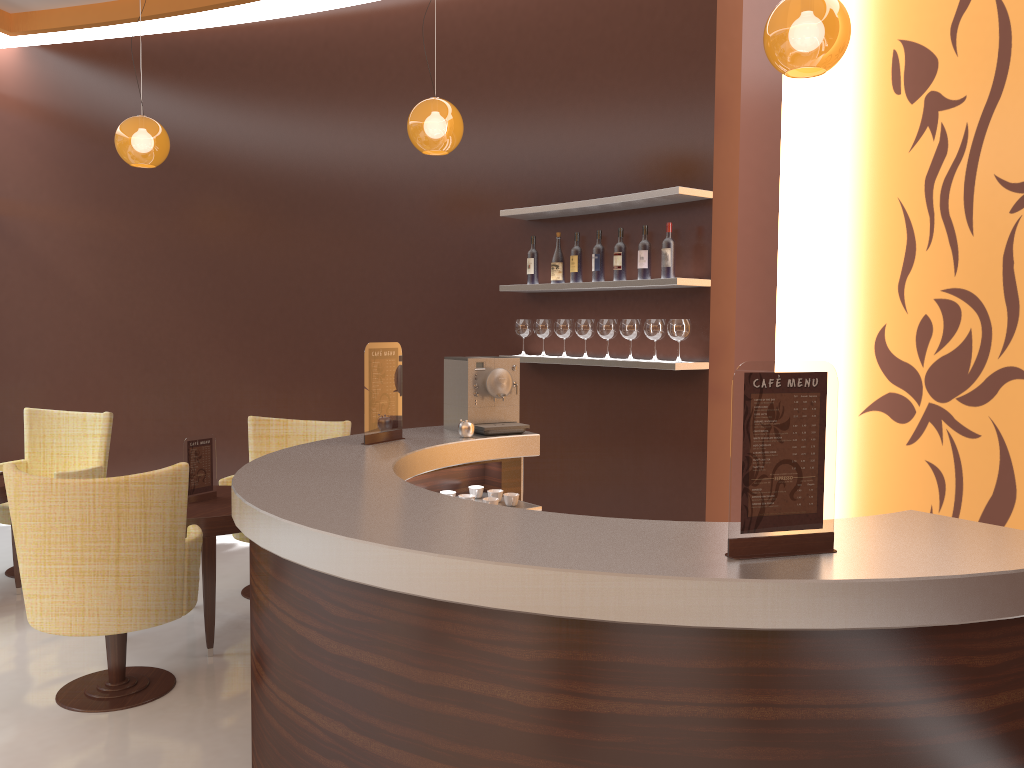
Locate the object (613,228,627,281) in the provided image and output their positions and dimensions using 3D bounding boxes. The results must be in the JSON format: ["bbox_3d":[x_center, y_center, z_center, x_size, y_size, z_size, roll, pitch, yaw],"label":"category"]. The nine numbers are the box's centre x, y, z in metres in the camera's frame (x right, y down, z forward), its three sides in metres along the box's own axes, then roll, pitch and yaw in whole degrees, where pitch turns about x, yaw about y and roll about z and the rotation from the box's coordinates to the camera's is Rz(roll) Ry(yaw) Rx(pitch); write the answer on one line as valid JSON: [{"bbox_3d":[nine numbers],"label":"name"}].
[{"bbox_3d":[0.593,-0.703,4.844,0.073,0.297,0.073,2,4,24],"label":"object"}]

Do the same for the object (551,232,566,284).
[{"bbox_3d":[0.272,-0.733,5.189,0.086,0.303,0.086,0,4,-6],"label":"object"}]

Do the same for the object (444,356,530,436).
[{"bbox_3d":[-0.112,0.048,4.100,0.270,0.340,0.373,-2,4,-30],"label":"object"}]

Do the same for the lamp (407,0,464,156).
[{"bbox_3d":[-0.400,-1.974,4.655,0.299,1.500,0.299,0,4,-7],"label":"lamp"}]

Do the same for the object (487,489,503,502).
[{"bbox_3d":[-0.071,0.490,3.858,0.073,0.050,0.086,-1,4,-18],"label":"object"}]

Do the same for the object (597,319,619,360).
[{"bbox_3d":[0.533,-0.249,4.934,0.125,0.221,0.125,3,5,39],"label":"object"}]

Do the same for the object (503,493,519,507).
[{"bbox_3d":[0.001,0.496,3.780,0.073,0.050,0.086,-3,5,-43],"label":"object"}]

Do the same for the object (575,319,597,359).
[{"bbox_3d":[0.419,-0.257,5.051,0.125,0.221,0.125,3,5,39],"label":"object"}]

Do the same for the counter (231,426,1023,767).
[{"bbox_3d":[-0.050,0.850,2.859,1.586,1.100,2.917,-2,4,-30],"label":"counter"}]

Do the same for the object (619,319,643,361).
[{"bbox_3d":[0.644,-0.240,4.808,0.125,0.221,0.125,3,5,39],"label":"object"}]

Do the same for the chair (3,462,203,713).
[{"bbox_3d":[-1.710,0.820,3.768,0.729,1.017,0.685,0,4,-7],"label":"chair"}]

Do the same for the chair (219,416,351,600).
[{"bbox_3d":[-1.355,0.723,5.325,0.729,1.017,0.685,2,4,22],"label":"chair"}]

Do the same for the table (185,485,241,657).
[{"bbox_3d":[-1.620,0.938,4.585,0.872,0.679,0.874,-2,4,-29],"label":"table"}]

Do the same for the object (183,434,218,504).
[{"bbox_3d":[-1.599,0.432,4.551,0.042,0.335,0.209,2,4,29],"label":"object"}]

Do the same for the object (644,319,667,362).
[{"bbox_3d":[0.756,-0.231,4.681,0.125,0.221,0.125,3,5,39],"label":"object"}]

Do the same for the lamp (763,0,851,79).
[{"bbox_3d":[1.060,-1.865,3.137,0.299,1.500,0.299,3,4,33],"label":"lamp"}]

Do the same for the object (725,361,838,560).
[{"bbox_3d":[0.582,0.158,1.895,0.258,0.414,0.052,-1,4,-16],"label":"object"}]

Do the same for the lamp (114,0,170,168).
[{"bbox_3d":[-2.141,-2.017,5.112,0.299,1.500,0.299,0,4,-7],"label":"lamp"}]

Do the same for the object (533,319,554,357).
[{"bbox_3d":[0.188,-0.274,5.282,0.125,0.221,0.125,3,5,39],"label":"object"}]

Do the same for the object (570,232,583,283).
[{"bbox_3d":[0.372,-0.720,5.086,0.073,0.297,0.073,-1,4,-16],"label":"object"}]

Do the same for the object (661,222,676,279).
[{"bbox_3d":[0.810,-0.684,4.584,0.073,0.297,0.073,2,4,24],"label":"object"}]

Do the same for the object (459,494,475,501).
[{"bbox_3d":[-0.185,0.497,3.744,0.086,0.050,0.073,2,4,20],"label":"object"}]

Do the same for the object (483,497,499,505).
[{"bbox_3d":[-0.085,0.502,3.675,0.073,0.050,0.086,-2,4,-30],"label":"object"}]

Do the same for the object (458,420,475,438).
[{"bbox_3d":[-0.199,0.194,3.868,0.075,0.077,0.075,-1,4,-16],"label":"object"}]

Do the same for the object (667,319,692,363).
[{"bbox_3d":[0.856,-0.221,4.544,0.125,0.221,0.125,3,5,39],"label":"object"}]

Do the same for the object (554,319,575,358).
[{"bbox_3d":[0.306,-0.265,5.169,0.125,0.221,0.125,3,5,39],"label":"object"}]

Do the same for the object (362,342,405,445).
[{"bbox_3d":[-0.535,0.034,3.698,0.052,0.414,0.258,2,4,29],"label":"object"}]

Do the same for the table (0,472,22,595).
[{"bbox_3d":[-3.251,0.898,5.004,0.872,0.679,0.874,-2,4,-29],"label":"table"}]

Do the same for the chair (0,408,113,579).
[{"bbox_3d":[-2.974,0.684,5.739,0.729,1.017,0.685,2,4,18],"label":"chair"}]

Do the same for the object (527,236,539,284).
[{"bbox_3d":[0.127,-0.736,5.301,0.073,0.297,0.073,2,4,24],"label":"object"}]

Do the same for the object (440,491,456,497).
[{"bbox_3d":[-0.272,0.491,3.822,0.086,0.050,0.073,3,4,30],"label":"object"}]

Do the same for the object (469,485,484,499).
[{"bbox_3d":[-0.156,0.484,3.949,0.073,0.050,0.086,-3,5,-43],"label":"object"}]

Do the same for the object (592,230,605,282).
[{"bbox_3d":[0.486,-0.711,4.966,0.073,0.297,0.073,2,4,24],"label":"object"}]

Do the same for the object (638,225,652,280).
[{"bbox_3d":[0.706,-0.693,4.712,0.073,0.297,0.073,1,4,12],"label":"object"}]

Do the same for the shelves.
[{"bbox_3d":[1.255,-0.456,3.449,0.586,0.902,4.744,-1,4,-28],"label":"shelves"}]

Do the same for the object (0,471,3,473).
[{"bbox_3d":[-3.127,0.507,5.274,0.153,0.069,0.153,3,5,37],"label":"object"}]

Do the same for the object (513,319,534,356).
[{"bbox_3d":[0.071,-0.281,5.388,0.125,0.221,0.125,3,5,39],"label":"object"}]
